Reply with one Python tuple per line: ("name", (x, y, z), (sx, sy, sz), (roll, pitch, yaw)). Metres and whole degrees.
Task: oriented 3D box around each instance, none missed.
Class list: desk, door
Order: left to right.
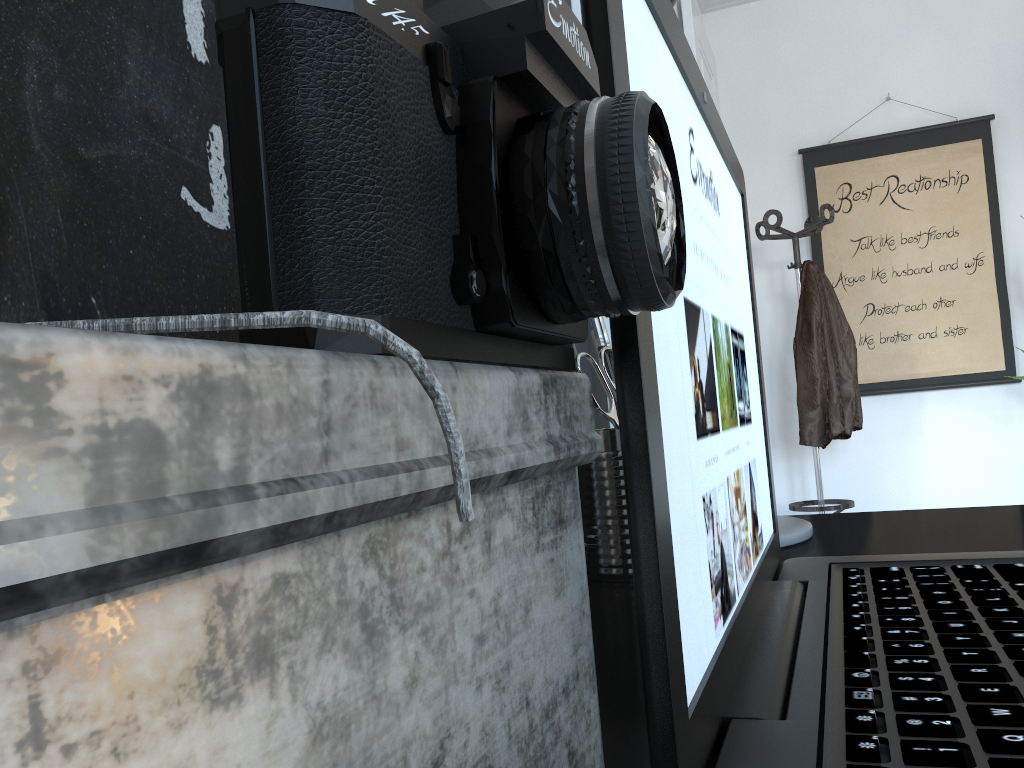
("door", (0.311, -0.267, 2.519), (0.578, 2.504, 2.599), (-6, -2, 20))
("desk", (0.247, 0.521, 0.490), (0.651, 0.758, 1.159), (-6, -2, 20))

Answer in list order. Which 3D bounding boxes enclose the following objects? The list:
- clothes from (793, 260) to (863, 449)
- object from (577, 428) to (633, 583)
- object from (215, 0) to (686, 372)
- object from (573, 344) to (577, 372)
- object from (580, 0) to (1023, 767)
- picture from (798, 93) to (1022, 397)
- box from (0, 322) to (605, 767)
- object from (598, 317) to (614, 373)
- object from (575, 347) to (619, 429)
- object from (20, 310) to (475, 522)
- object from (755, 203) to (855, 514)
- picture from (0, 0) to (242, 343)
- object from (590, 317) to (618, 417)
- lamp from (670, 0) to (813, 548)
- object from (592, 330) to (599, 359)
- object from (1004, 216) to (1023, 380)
("clothes", (1.260, -0.122, 3.572), (0.237, 0.770, 0.211), (-4, -2, -37))
("object", (0.112, 0.102, 0.785), (0.108, 0.128, 0.108), (-6, -2, 35))
("object", (-0.003, -0.048, 0.198), (0.073, 0.087, 0.137), (-6, -2, 20))
("object", (0.074, 0.065, 0.848), (0.034, 0.208, 0.138), (-5, -2, 0))
("object", (0.255, -0.021, 0.408), (0.326, 0.315, 0.445), (-6, -2, 20))
("picture", (1.709, -0.621, 3.870), (0.793, 1.312, 0.057), (-6, -2, 20))
("box", (-0.099, 0.079, 0.170), (0.193, 0.152, 0.317), (-6, -3, 20))
("object", (0.101, 0.033, 0.816), (0.012, 0.264, 0.062), (-4, -2, -28))
("object", (0.095, 0.063, 0.779), (0.081, 0.198, 0.050), (-3, -2, -45))
("object", (-0.098, -0.037, 0.132), (0.167, 0.130, 0.056), (-6, -2, 19))
("object", (1.223, 0.125, 3.606), (0.375, 1.657, 0.374), (-6, -2, 28))
("picture", (-0.237, -0.378, 0.654), (0.064, 1.171, 0.953), (-6, -2, 20))
("object", (0.099, 0.030, 0.812), (0.060, 0.267, 0.008), (-6, -2, 37))
("lamp", (0.179, -0.194, 0.851), (0.230, 0.715, 0.617), (-5, -2, -9))
("object", (0.113, 0.054, 0.815), (0.009, 0.221, 0.083), (-4, -2, -40))
("object", (2.121, 0.082, 3.277), (1.043, 1.553, 0.289), (-3, -2, -40))
